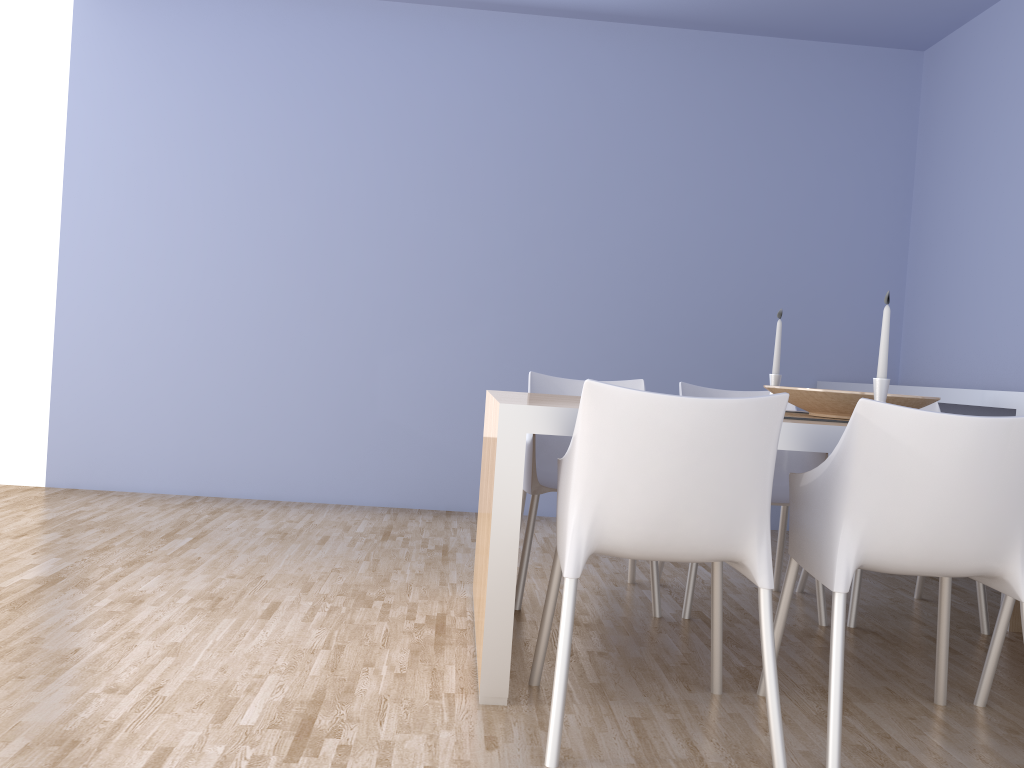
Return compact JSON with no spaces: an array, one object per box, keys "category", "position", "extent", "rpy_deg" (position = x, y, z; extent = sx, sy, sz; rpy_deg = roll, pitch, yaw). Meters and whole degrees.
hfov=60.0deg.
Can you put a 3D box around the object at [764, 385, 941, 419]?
[{"category":"object","position":[1.005,0.061,2.651],"extent":[0.493,0.081,0.493],"rpy_deg":[4,1,15]}]

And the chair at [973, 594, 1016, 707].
[{"category":"chair","position":[1.512,0.475,2.121],"extent":[0.510,0.793,0.486],"rpy_deg":[4,1,-3]}]

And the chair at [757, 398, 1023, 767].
[{"category":"chair","position":[0.927,0.435,2.085],"extent":[0.510,0.793,0.486],"rpy_deg":[4,1,-3]}]

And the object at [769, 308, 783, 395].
[{"category":"object","position":[0.902,-0.085,3.018],"extent":[0.045,0.349,0.045],"rpy_deg":[5,2,38]}]

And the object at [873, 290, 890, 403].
[{"category":"object","position":[0.946,-0.066,2.260],"extent":[0.045,0.349,0.045],"rpy_deg":[4,1,-4]}]

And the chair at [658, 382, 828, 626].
[{"category":"chair","position":[0.837,0.405,3.229],"extent":[0.510,0.793,0.486],"rpy_deg":[4,1,-3]}]

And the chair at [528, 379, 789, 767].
[{"category":"chair","position":[0.334,0.395,2.049],"extent":[0.510,0.793,0.486],"rpy_deg":[4,1,-4]}]

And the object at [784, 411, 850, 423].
[{"category":"object","position":[1.000,0.104,2.648],"extent":[0.986,0.005,0.594],"rpy_deg":[4,1,-4]}]

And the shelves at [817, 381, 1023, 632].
[{"category":"shelves","position":[2.006,0.467,2.999],"extent":[0.463,0.840,3.901],"rpy_deg":[4,1,-4]}]

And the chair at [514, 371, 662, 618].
[{"category":"chair","position":[0.266,0.366,3.193],"extent":[0.510,0.793,0.486],"rpy_deg":[4,1,-3]}]

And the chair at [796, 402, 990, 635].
[{"category":"chair","position":[1.409,0.444,3.264],"extent":[0.510,0.793,0.486],"rpy_deg":[4,1,-3]}]

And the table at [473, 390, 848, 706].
[{"category":"table","position":[1.081,0.470,2.671],"extent":[2.340,0.718,1.002],"rpy_deg":[4,1,-4]}]
